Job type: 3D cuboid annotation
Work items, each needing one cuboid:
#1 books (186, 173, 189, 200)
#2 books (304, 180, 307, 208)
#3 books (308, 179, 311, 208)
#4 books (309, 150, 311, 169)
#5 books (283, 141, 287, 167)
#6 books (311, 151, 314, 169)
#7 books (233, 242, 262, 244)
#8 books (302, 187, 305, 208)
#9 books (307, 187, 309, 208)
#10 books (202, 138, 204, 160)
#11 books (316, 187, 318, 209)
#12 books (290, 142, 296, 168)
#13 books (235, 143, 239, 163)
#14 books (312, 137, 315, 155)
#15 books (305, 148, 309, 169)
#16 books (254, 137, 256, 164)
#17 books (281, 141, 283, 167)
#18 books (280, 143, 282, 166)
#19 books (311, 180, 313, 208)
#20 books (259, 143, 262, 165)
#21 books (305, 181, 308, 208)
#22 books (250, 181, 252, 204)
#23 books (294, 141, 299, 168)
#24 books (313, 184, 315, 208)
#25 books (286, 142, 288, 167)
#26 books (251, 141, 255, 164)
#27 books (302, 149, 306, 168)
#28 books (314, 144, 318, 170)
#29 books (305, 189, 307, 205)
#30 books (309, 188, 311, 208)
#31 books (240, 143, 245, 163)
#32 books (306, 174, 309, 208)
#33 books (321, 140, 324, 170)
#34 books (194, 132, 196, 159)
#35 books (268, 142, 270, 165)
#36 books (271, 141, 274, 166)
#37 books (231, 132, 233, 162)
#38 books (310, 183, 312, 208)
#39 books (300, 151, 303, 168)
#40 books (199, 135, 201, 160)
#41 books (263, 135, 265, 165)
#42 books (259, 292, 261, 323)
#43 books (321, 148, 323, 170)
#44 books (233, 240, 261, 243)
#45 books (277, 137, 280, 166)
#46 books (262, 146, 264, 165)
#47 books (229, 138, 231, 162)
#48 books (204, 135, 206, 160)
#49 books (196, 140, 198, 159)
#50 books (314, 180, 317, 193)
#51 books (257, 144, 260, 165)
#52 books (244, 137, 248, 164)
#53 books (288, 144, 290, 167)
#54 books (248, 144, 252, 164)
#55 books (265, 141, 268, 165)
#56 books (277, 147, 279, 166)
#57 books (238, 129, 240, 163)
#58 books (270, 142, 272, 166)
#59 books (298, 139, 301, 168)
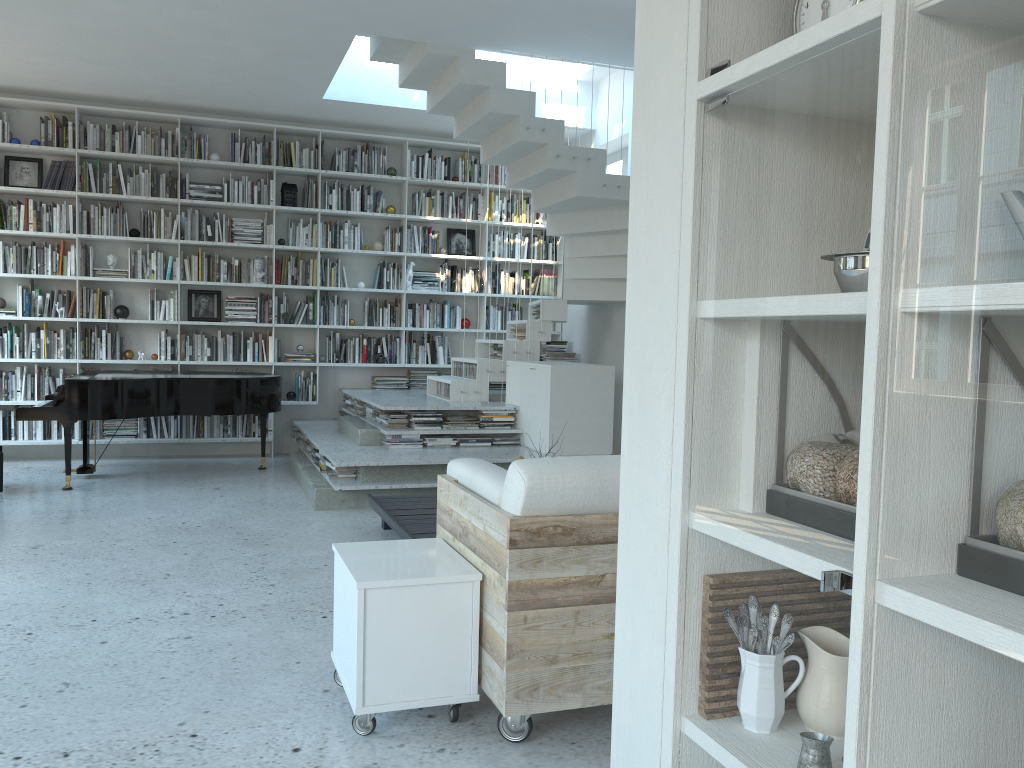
[{"bbox_3d":[-3.007,-1.810,8.218,0.021,0.249,0.191,0,4,-19],"label":"books"},{"bbox_3d":[-2.005,-1.816,8.564,0.021,0.272,0.190,0,4,-19],"label":"books"},{"bbox_3d":[-1.970,-1.824,8.583,0.021,0.288,0.179,0,4,-19],"label":"books"},{"bbox_3d":[-1.967,-2.148,8.584,0.025,0.204,0.162,0,4,-19],"label":"books"},{"bbox_3d":[-2.180,-2.178,8.495,0.034,0.261,0.157,0,4,-19],"label":"books"},{"bbox_3d":[-1.943,-2.143,8.585,0.022,0.194,0.181,0,4,-19],"label":"books"},{"bbox_3d":[-2.523,-1.336,8.444,0.254,0.012,0.160,0,3,-23],"label":"books"},{"bbox_3d":[-2.024,-1.788,8.594,0.019,0.214,0.155,0,4,-19],"label":"books"},{"bbox_3d":[-1.987,-1.789,8.603,0.024,0.217,0.168,0,4,-19],"label":"books"},{"bbox_3d":[-2.878,-2.162,8.255,0.016,0.219,0.144,0,4,-19],"label":"books"},{"bbox_3d":[-1.898,-1.786,8.606,0.008,0.214,0.223,0,4,-19],"label":"books"},{"bbox_3d":[-2.108,-2.174,8.514,0.054,0.255,0.190,0,4,-19],"label":"books"},{"bbox_3d":[-2.600,-2.155,8.367,0.031,0.209,0.146,0,4,-19],"label":"books"},{"bbox_3d":[-1.930,-2.211,8.603,0.012,0.330,0.128,0,4,-19],"label":"books"},{"bbox_3d":[-1.986,-2.152,8.556,0.031,0.213,0.169,0,4,-19],"label":"books"},{"bbox_3d":[-2.435,-2.183,8.393,0.010,0.270,0.179,0,4,-19],"label":"books"},{"bbox_3d":[-2.205,-2.177,8.484,0.006,0.260,0.166,0,4,-19],"label":"books"},{"bbox_3d":[-2.206,-2.166,8.469,0.007,0.239,0.191,0,4,-19],"label":"books"},{"bbox_3d":[-1.952,-1.826,8.629,0.013,0.289,0.131,0,4,-19],"label":"books"},{"bbox_3d":[-2.397,-2.167,8.447,0.026,0.234,0.137,0,4,-19],"label":"books"},{"bbox_3d":[-1.994,-1.816,8.582,0.022,0.272,0.181,0,4,-19],"label":"books"},{"bbox_3d":[-2.487,-1.803,8.434,0.011,0.239,0.139,0,4,-19],"label":"books"},{"bbox_3d":[-2.075,-2.184,8.546,0.030,0.275,0.151,0,4,-19],"label":"books"},{"bbox_3d":[-1.927,-1.803,8.595,0.013,0.248,0.186,0,4,-19],"label":"books"},{"bbox_3d":[-2.163,-2.179,8.510,0.008,0.262,0.142,0,4,-19],"label":"books"},{"bbox_3d":[-2.456,-2.167,8.402,0.023,0.236,0.154,0,4,-19],"label":"books"},{"bbox_3d":[-2.014,-2.147,8.550,0.024,0.202,0.180,0,4,-19],"label":"books"},{"bbox_3d":[-1.901,-2.171,8.582,0.029,0.253,0.186,0,4,-19],"label":"books"},{"bbox_3d":[-2.014,-1.781,8.606,0.022,0.199,0.143,0,4,-19],"label":"books"},{"bbox_3d":[-1.965,-1.786,8.609,0.013,0.211,0.140,0,4,-19],"label":"books"},{"bbox_3d":[-2.547,-2.155,8.368,0.050,0.211,0.172,0,4,-19],"label":"books"},{"bbox_3d":[-1.991,-1.851,8.597,0.025,0.339,0.142,0,4,-19],"label":"books"},{"bbox_3d":[-1.841,-2.196,8.601,0.019,0.304,0.175,0,4,-19],"label":"books"},{"bbox_3d":[-2.939,-2.184,8.222,0.011,0.265,0.163,0,4,-19],"label":"books"},{"bbox_3d":[-2.324,-2.171,8.462,0.014,0.244,0.145,0,4,-19],"label":"books"},{"bbox_3d":[-2.293,-2.177,8.470,0.022,0.257,0.136,0,4,-19],"label":"books"},{"bbox_3d":[-2.633,-2.196,8.331,0.014,0.292,0.176,0,4,-19],"label":"books"},{"bbox_3d":[-1.952,-1.808,8.600,0.005,0.255,0.158,0,4,-19],"label":"books"},{"bbox_3d":[-2.036,-2.136,8.542,0.022,0.180,0.172,0,4,-19],"label":"books"},{"bbox_3d":[-2.906,-2.177,8.255,0.014,0.248,0.139,0,4,-19],"label":"books"},{"bbox_3d":[-2.361,-2.203,8.444,0.012,0.308,0.138,0,4,-19],"label":"books"},{"bbox_3d":[-2.426,-0.732,8.548,0.011,0.299,0.130,0,4,-19],"label":"books"},{"bbox_3d":[-1.864,-2.160,8.604,0.033,0.230,0.175,0,4,-19],"label":"books"},{"bbox_3d":[-2.523,-1.348,8.446,0.254,0.012,0.160,1,3,-16],"label":"books"},{"bbox_3d":[-2.233,-2.197,8.477,0.007,0.298,0.181,0,4,-19],"label":"books"},{"bbox_3d":[-2.376,-2.152,8.449,0.014,0.204,0.134,0,4,-19],"label":"books"},{"bbox_3d":[-2.652,-2.174,8.345,0.012,0.245,0.151,0,4,-19],"label":"books"},{"bbox_3d":[-2.865,-2.178,8.276,0.013,0.250,0.148,0,4,-19],"label":"books"},{"bbox_3d":[-2.928,-2.150,8.242,0.023,0.196,0.172,0,4,-19],"label":"books"},{"bbox_3d":[-1.914,-1.827,8.634,0.005,0.292,0.130,0,4,-19],"label":"books"},{"bbox_3d":[-2.406,-2.149,8.398,0.023,0.202,0.193,0,4,-19],"label":"books"},{"bbox_3d":[-2.515,-2.185,8.395,0.028,0.270,0.140,0,4,-19],"label":"books"},{"bbox_3d":[-2.147,-2.163,8.498,0.015,0.234,0.171,0,4,-19],"label":"books"},{"bbox_3d":[-2.481,-2.151,8.389,0.033,0.203,0.166,0,4,-19],"label":"books"},{"bbox_3d":[-2.340,-2.170,8.445,0.028,0.244,0.161,0,4,-19],"label":"books"},{"bbox_3d":[-2.251,-2.151,8.493,0.016,0.204,0.143,0,4,-19],"label":"books"},{"bbox_3d":[-2.572,-2.215,8.349,0.010,0.332,0.186,0,4,-19],"label":"books"},{"bbox_3d":[-2.308,-2.168,8.458,0.014,0.239,0.153,0,4,-19],"label":"books"},{"bbox_3d":[-2.051,-2.195,8.536,0.010,0.298,0.167,0,4,-19],"label":"books"}]
